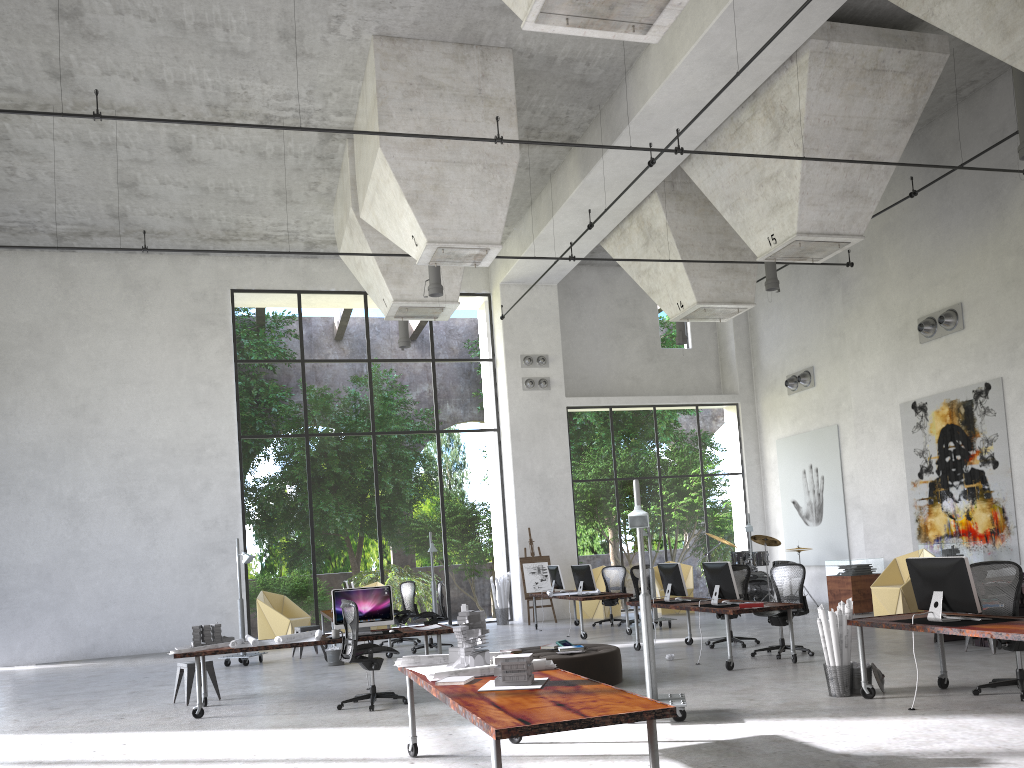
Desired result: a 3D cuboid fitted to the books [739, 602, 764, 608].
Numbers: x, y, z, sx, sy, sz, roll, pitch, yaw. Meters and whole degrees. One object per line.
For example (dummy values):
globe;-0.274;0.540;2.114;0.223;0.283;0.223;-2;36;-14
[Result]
books;2.869;2.648;10.518;0.286;0.051;0.205;-7;-11;16

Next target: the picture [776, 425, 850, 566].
picture;6.764;2.601;19.884;0.020;2.988;2.372;-3;-6;-16

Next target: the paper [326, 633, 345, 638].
paper;-1.981;3.025;10.605;0.484;0.001;0.436;-3;-11;-6

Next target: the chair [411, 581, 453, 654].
chair;-1.400;3.979;15.046;0.791;1.173;0.781;-1;-6;-27

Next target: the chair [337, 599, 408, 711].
chair;-1.583;2.955;9.720;0.793;1.173;0.779;1;-8;-42

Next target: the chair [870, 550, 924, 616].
chair;6.887;3.483;15.343;0.932;1.157;0.994;-2;-7;-18

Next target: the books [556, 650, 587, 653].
books;0.675;3.030;9.950;0.302;0.039;0.222;-8;-11;18

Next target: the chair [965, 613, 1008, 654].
chair;5.738;2.954;10.531;0.436;0.484;0.426;-1;-7;-21

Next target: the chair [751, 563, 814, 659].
chair;3.516;2.939;11.440;0.778;1.173;0.794;-9;-8;42

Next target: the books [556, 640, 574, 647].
books;0.638;3.115;10.492;0.144;0.102;0.208;1;-11;-31

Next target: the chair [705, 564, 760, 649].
chair;3.141;3.243;12.870;0.770;1.173;0.803;0;-7;-32

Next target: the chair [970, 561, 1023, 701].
chair;4.542;2.177;7.883;0.769;1.173;0.803;-1;-6;-27

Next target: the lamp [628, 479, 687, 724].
lamp;1.194;1.929;7.901;0.580;2.132;0.601;-5;-4;9

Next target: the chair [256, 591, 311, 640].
chair;-4.728;4.806;18.037;0.938;1.157;0.988;-6;-7;19

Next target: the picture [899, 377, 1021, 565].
picture;7.651;1.621;15.158;0.020;2.988;2.390;-3;-6;-16

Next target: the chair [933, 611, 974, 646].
chair;5.689;3.119;11.366;0.421;0.484;0.441;-6;-7;19

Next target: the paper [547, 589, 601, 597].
paper;1.173;3.991;16.899;1.074;0.104;0.993;-3;-11;-6

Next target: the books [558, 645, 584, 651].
books;0.687;3.079;10.231;0.284;0.033;0.201;-3;-11;-3

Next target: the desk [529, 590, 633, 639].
desk;1.266;4.340;16.656;0.972;0.715;3.184;-2;-11;-16

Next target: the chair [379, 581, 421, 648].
chair;-2.088;4.307;16.490;0.777;1.173;0.795;-8;-7;37

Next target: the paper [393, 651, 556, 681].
paper;-0.305;2.091;6.584;0.974;0.104;1.094;0;-12;-21

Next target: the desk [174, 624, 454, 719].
desk;-2.274;3.365;10.391;3.123;0.717;0.990;-1;-9;-16

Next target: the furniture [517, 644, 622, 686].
furniture;0.535;3.335;10.328;1.505;0.424;1.535;-1;-11;-14

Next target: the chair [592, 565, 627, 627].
chair;2.001;4.256;17.677;0.774;1.173;0.798;-6;-6;22

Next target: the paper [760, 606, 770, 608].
paper;2.904;2.675;10.531;0.210;0.001;0.295;3;-13;-33

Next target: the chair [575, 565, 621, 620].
chair;1.897;4.681;19.737;0.987;1.158;0.939;-8;-8;32

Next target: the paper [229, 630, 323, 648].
paper;-2.726;2.970;10.257;1.073;0.104;0.993;-1;-11;-16

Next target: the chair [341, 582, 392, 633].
chair;-3.137;4.864;18.896;0.986;1.158;0.940;-8;-7;29

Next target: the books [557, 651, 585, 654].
books;0.667;3.033;9.925;0.300;0.031;0.223;-4;-11;-1

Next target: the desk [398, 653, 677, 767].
desk;-0.037;2.314;5.775;0.972;0.715;3.184;-2;-11;-16

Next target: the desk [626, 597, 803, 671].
desk;2.610;3.310;11.831;0.972;0.715;3.184;-2;-11;-16

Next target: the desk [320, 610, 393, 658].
desk;-2.798;4.404;15.547;0.962;0.715;3.186;-2;-11;-16

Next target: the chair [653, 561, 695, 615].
chair;3.619;4.548;19.664;0.980;1.158;0.946;-4;-6;3

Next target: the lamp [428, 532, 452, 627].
lamp;-1.657;4.187;18.509;0.578;2.132;0.603;-3;-4;-16

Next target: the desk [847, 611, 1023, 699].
desk;4.027;2.250;6.884;0.962;0.715;3.186;-2;-11;-16

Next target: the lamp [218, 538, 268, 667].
lamp;-4.618;3.698;14.945;0.598;2.132;0.583;-5;-4;16

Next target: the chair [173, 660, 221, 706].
chair;-3.908;3.682;10.865;0.438;0.484;0.425;2;-9;-43

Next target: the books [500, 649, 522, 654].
books;-0.010;3.165;10.395;0.174;0.032;0.259;1;-12;-25

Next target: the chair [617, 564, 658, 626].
chair;2.400;4.120;17.118;0.800;1.173;0.773;-8;-7;37

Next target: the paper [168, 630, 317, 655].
paper;-2.961;2.983;10.221;0.896;0.102;1.951;-8;-12;22

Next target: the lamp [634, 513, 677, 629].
lamp;2.598;3.472;16.349;0.595;2.132;0.586;-3;-4;-16
